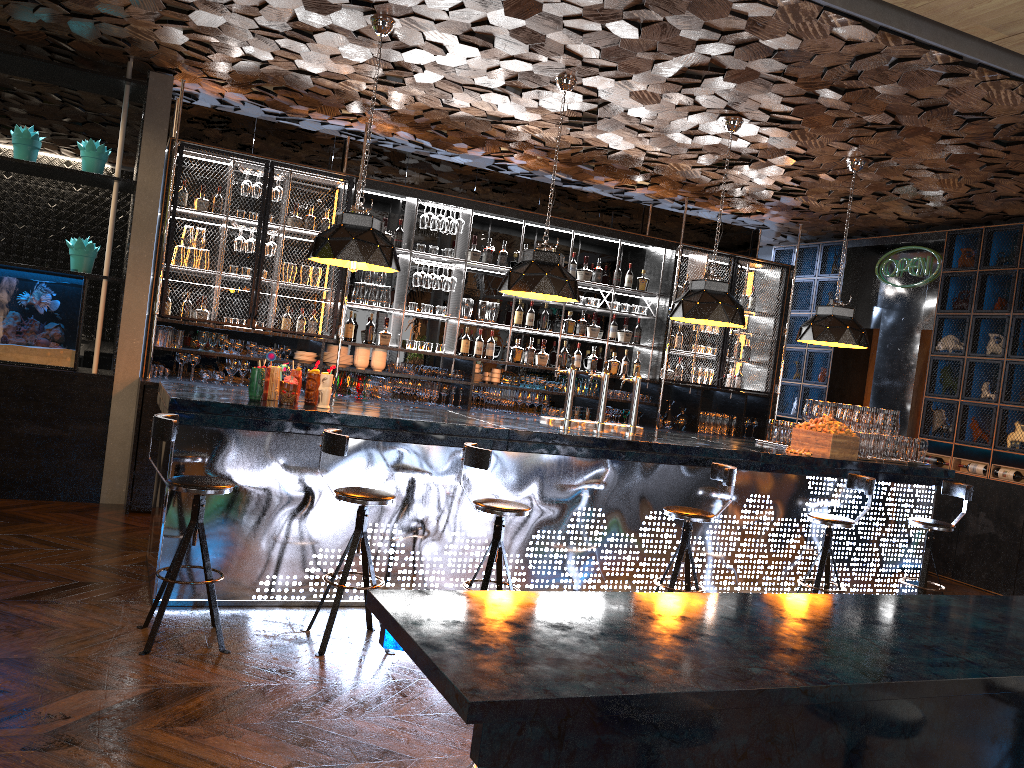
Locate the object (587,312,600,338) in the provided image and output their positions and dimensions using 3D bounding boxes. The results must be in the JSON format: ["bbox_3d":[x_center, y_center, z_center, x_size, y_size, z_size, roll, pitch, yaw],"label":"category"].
[{"bbox_3d":[0.872,-0.623,9.450,0.123,0.279,0.123,7,1,-11],"label":"object"}]

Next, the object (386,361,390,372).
[{"bbox_3d":[-1.179,-0.166,8.613,0.100,0.100,0.089,7,2,-17],"label":"object"}]

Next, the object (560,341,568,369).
[{"bbox_3d":[0.546,-0.305,9.318,0.086,0.297,0.086,8,1,9],"label":"object"}]

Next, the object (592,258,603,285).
[{"bbox_3d":[0.911,-1.196,9.436,0.083,0.282,0.083,7,2,-24],"label":"object"}]

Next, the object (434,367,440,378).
[{"bbox_3d":[-0.721,-0.111,8.690,0.093,0.099,0.093,8,2,37],"label":"object"}]

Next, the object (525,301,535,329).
[{"bbox_3d":[0.192,-0.714,9.188,0.086,0.298,0.086,8,2,24],"label":"object"}]

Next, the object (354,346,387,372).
[{"bbox_3d":[-1.338,-0.240,8.368,0.309,0.216,0.149,7,2,-27],"label":"object"}]

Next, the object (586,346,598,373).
[{"bbox_3d":[0.864,-0.261,9.491,0.083,0.282,0.083,6,2,-39],"label":"object"}]

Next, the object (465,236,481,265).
[{"bbox_3d":[-0.385,-1.337,8.846,0.123,0.279,0.123,6,2,-36],"label":"object"}]

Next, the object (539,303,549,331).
[{"bbox_3d":[0.341,-0.695,9.225,0.086,0.297,0.086,8,2,24],"label":"object"}]

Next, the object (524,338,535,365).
[{"bbox_3d":[0.189,-0.339,9.183,0.083,0.282,0.083,7,2,-24],"label":"object"}]

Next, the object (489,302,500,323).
[{"bbox_3d":[-0.185,-0.712,8.920,0.105,0.209,0.105,8,2,21],"label":"object"}]

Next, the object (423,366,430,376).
[{"bbox_3d":[-0.830,-0.125,8.696,0.093,0.099,0.093,6,2,-37],"label":"object"}]

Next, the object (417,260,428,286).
[{"bbox_3d":[-0.862,-1.068,8.553,0.092,0.244,0.092,8,2,26],"label":"object"}]

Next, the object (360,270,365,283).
[{"bbox_3d":[-1.400,-1.067,8.524,0.105,0.209,0.105,8,2,21],"label":"object"}]

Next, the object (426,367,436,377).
[{"bbox_3d":[-0.786,-0.116,8.598,0.093,0.099,0.093,7,1,-8],"label":"object"}]

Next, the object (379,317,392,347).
[{"bbox_3d":[-1.216,-0.499,8.527,0.123,0.279,0.123,7,1,-11],"label":"object"}]

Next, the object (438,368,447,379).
[{"bbox_3d":[-0.675,-0.102,8.597,0.093,0.099,0.093,7,1,-5],"label":"object"}]

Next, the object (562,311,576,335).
[{"bbox_3d":[0.600,-0.639,9.342,0.151,0.248,0.094,6,2,-35],"label":"object"}]

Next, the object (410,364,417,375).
[{"bbox_3d":[-0.949,-0.140,8.701,0.109,0.100,0.109,6,2,-41],"label":"object"}]

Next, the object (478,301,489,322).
[{"bbox_3d":[-0.293,-0.725,8.897,0.105,0.209,0.105,8,2,21],"label":"object"}]

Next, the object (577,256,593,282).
[{"bbox_3d":[0.771,-1.209,9.357,0.123,0.279,0.123,6,2,-35],"label":"object"}]

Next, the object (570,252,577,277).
[{"bbox_3d":[0.636,-1.236,9.318,0.086,0.298,0.086,8,2,24],"label":"object"}]

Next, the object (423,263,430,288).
[{"bbox_3d":[-0.829,-1.069,8.749,0.092,0.244,0.092,8,2,26],"label":"object"}]

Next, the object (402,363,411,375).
[{"bbox_3d":[-1.025,-0.143,8.488,0.089,0.100,0.100,8,1,12],"label":"object"}]

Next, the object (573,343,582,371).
[{"bbox_3d":[0.696,-0.289,9.423,0.086,0.298,0.086,8,2,24],"label":"object"}]

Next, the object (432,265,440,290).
[{"bbox_3d":[-0.740,-1.059,8.790,0.092,0.244,0.092,8,2,26],"label":"object"}]

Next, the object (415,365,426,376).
[{"bbox_3d":[-0.884,-0.128,8.557,0.109,0.100,0.109,6,2,-41],"label":"object"}]

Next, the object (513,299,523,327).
[{"bbox_3d":[0.070,-0.726,9.105,0.086,0.299,0.086,8,2,24],"label":"object"}]

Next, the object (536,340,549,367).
[{"bbox_3d":[0.319,-0.321,9.228,0.123,0.279,0.123,7,1,-11],"label":"object"}]

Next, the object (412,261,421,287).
[{"bbox_3d":[-0.929,-1.081,8.703,0.092,0.244,0.092,8,2,26],"label":"object"}]

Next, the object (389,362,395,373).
[{"bbox_3d":[-1.130,-0.157,8.503,0.089,0.100,0.100,8,2,38],"label":"object"}]

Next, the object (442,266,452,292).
[{"bbox_3d":[-0.646,-1.048,8.832,0.092,0.244,0.092,8,2,26],"label":"object"}]

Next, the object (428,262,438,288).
[{"bbox_3d":[-0.762,-1.057,8.598,0.092,0.244,0.092,8,2,26],"label":"object"}]

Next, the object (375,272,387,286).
[{"bbox_3d":[-1.248,-1.046,8.481,0.105,0.209,0.105,8,2,21],"label":"object"}]

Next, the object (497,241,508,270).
[{"bbox_3d":[-0.091,-1.305,8.978,0.083,0.282,0.083,7,1,-9],"label":"object"}]

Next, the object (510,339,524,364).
[{"bbox_3d":[0.047,-0.337,9.119,0.151,0.248,0.094,6,2,-35],"label":"object"}]

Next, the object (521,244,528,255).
[{"bbox_3d":[0.126,-1.287,9.077,0.083,0.282,0.083,6,2,-39],"label":"object"}]

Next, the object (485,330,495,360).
[{"bbox_3d":[-0.216,-0.395,9.006,0.086,0.298,0.086,8,2,24],"label":"object"}]

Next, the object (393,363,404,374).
[{"bbox_3d":[-1.077,-0.148,8.403,0.100,0.100,0.089,7,2,-20],"label":"object"}]

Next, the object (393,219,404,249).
[{"bbox_3d":[-1.085,-1.436,8.527,0.086,0.299,0.086,8,2,24],"label":"object"}]

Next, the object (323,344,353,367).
[{"bbox_3d":[-1.633,-0.264,8.271,0.306,0.195,0.300,7,2,-23],"label":"object"}]

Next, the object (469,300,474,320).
[{"bbox_3d":[-0.444,-0.745,8.925,0.105,0.209,0.105,8,2,21],"label":"object"}]

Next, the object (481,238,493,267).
[{"bbox_3d":[-0.241,-1.323,8.910,0.083,0.282,0.083,6,2,-39],"label":"object"}]

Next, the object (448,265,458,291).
[{"bbox_3d":[-0.579,-1.035,8.682,0.092,0.244,0.092,8,2,26],"label":"object"}]

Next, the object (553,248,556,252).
[{"bbox_3d":[0.422,-1.260,9.226,0.086,0.298,0.086,8,2,24],"label":"object"}]

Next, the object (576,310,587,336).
[{"bbox_3d":[0.742,-0.641,9.406,0.083,0.282,0.083,7,2,-24],"label":"object"}]

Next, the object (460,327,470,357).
[{"bbox_3d":[-0.465,-0.423,8.890,0.086,0.299,0.086,8,2,24],"label":"object"}]

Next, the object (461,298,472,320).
[{"bbox_3d":[-0.455,-0.743,8.794,0.105,0.209,0.105,8,2,21],"label":"object"}]

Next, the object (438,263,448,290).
[{"bbox_3d":[-0.673,-1.046,8.639,0.092,0.244,0.092,8,2,26],"label":"object"}]

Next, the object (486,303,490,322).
[{"bbox_3d":[-0.219,-0.719,9.024,0.105,0.209,0.105,8,2,21],"label":"object"}]

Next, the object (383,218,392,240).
[{"bbox_3d":[-1.220,-1.440,8.447,0.123,0.279,0.123,6,2,-36],"label":"object"}]

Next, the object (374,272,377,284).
[{"bbox_3d":[-1.289,-1.054,8.562,0.105,0.209,0.105,8,2,21],"label":"object"}]

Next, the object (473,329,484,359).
[{"bbox_3d":[-0.333,-0.409,8.978,0.086,0.298,0.086,8,2,24],"label":"object"}]

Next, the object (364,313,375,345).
[{"bbox_3d":[-1.352,-0.525,8.451,0.086,0.297,0.086,8,1,9],"label":"object"}]

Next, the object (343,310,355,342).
[{"bbox_3d":[-1.538,-0.547,8.401,0.086,0.299,0.086,8,2,24],"label":"object"}]
